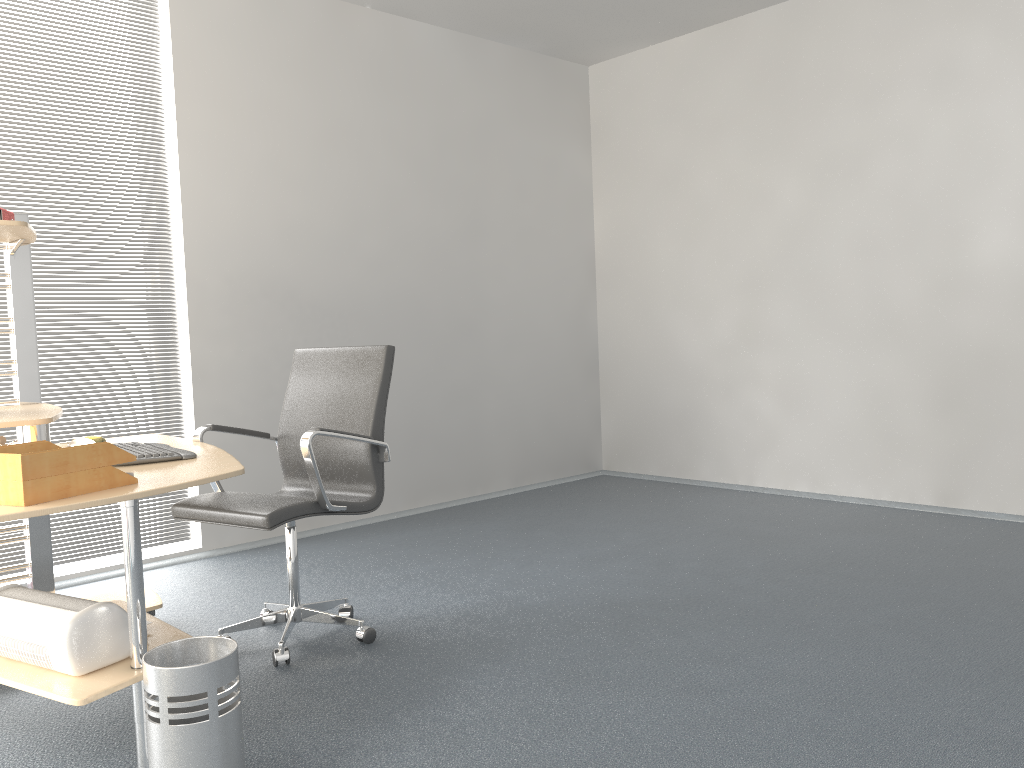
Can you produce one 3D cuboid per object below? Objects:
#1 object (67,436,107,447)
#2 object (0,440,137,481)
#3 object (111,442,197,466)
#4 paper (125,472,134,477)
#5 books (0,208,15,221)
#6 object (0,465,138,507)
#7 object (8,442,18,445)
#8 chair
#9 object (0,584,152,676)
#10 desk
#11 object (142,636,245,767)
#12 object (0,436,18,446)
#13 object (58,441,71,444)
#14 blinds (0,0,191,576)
[{"bbox_3d":[-1.537,0.205,3.210,0.132,0.026,0.132,-5,4,-43],"label":"object"},{"bbox_3d":[-1.112,0.175,2.135,0.225,0.060,0.309,-1,4,26],"label":"object"},{"bbox_3d":[-1.398,0.257,2.633,0.814,0.082,0.478,-5,4,-36],"label":"object"},{"bbox_3d":[-1.109,0.243,2.140,0.210,0.019,0.297,-1,4,26],"label":"paper"},{"bbox_3d":[-1.774,-0.530,2.813,0.262,0.072,0.320,-3,3,-11],"label":"books"},{"bbox_3d":[-1.110,0.231,2.138,0.225,0.060,0.309,-1,4,26],"label":"object"},{"bbox_3d":[-1.667,0.211,3.062,0.134,0.042,0.022,-2,3,-1],"label":"object"},{"bbox_3d":[-0.789,0.399,3.178,0.584,1.048,0.652,0,4,33],"label":"chair"},{"bbox_3d":[-1.156,0.620,2.375,0.438,0.162,0.351,0,4,31],"label":"object"},{"bbox_3d":[-1.279,0.189,2.672,0.967,1.566,1.469,-5,4,-43],"label":"desk"},{"bbox_3d":[-0.734,0.804,2.057,0.208,0.377,0.208,-2,3,0],"label":"object"},{"bbox_3d":[-1.671,0.206,2.956,0.159,0.064,0.054,-2,3,14],"label":"object"},{"bbox_3d":[-1.595,0.212,3.269,0.011,0.011,0.158,1,4,44],"label":"object"},{"bbox_3d":[-2.408,-0.522,3.792,1.950,2.770,0.022,-5,4,-43],"label":"blinds"}]
